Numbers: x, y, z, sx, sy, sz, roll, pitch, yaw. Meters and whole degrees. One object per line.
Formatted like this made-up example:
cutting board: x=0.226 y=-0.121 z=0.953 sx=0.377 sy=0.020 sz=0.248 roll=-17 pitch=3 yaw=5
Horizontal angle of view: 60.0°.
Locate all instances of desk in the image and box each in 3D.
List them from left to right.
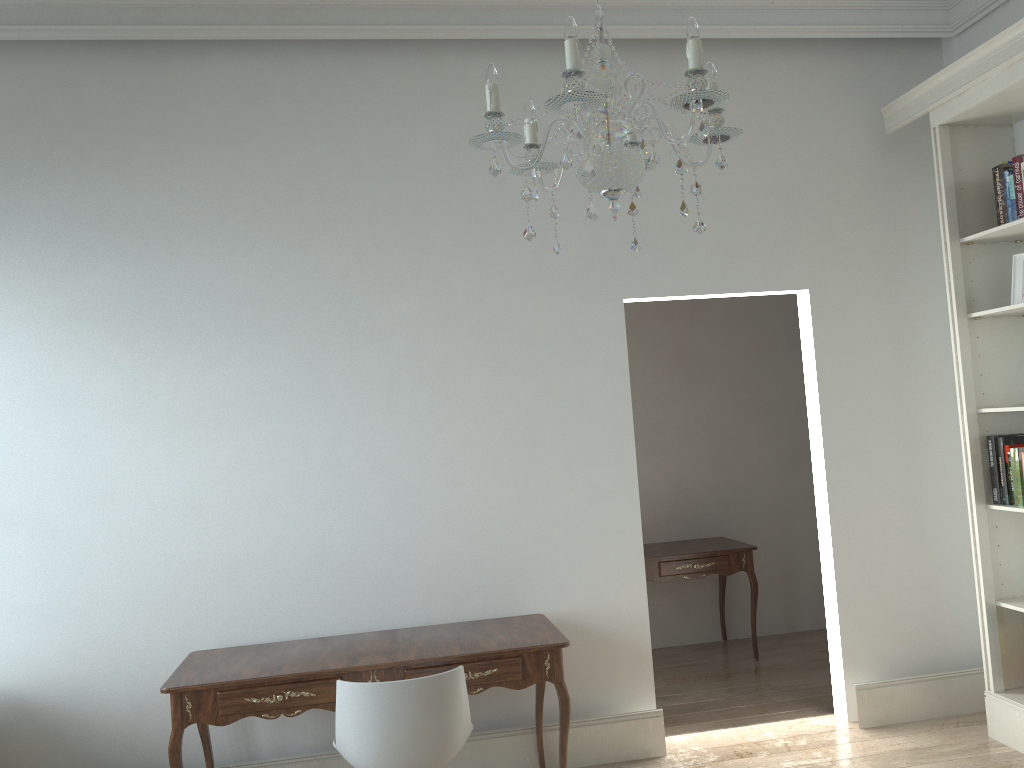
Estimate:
desk: x=-0.510 y=1.339 z=3.377 sx=1.443 sy=0.668 sz=0.555 roll=-4 pitch=-3 yaw=-9
desk: x=1.030 y=1.323 z=5.358 sx=0.800 sy=0.668 sz=0.555 roll=-4 pitch=-3 yaw=-9

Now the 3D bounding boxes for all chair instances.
chair: x=-0.351 y=1.283 z=2.960 sx=0.478 sy=0.715 sz=0.514 roll=-4 pitch=-3 yaw=-10

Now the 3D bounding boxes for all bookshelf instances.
bookshelf: x=2.197 y=0.019 z=3.394 sx=0.399 sy=2.523 sz=0.972 roll=-4 pitch=-3 yaw=-9

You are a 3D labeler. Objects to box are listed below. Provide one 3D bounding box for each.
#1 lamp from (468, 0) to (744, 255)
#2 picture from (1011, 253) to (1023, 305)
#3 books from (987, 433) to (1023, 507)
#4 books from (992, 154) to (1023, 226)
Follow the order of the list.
lamp: x=0.144 y=-1.599 z=2.081 sx=0.577 sy=2.542 sz=0.648 roll=-2 pitch=-4 yaw=-39
picture: x=2.145 y=-0.435 z=3.652 sx=0.094 sy=0.228 sz=0.153 roll=-2 pitch=-3 yaw=-34
books: x=2.173 y=0.347 z=3.571 sx=0.205 sy=0.291 sz=0.465 roll=-4 pitch=-3 yaw=-9
books: x=2.198 y=-0.813 z=3.452 sx=0.201 sy=0.301 sz=0.691 roll=-4 pitch=-3 yaw=-8
